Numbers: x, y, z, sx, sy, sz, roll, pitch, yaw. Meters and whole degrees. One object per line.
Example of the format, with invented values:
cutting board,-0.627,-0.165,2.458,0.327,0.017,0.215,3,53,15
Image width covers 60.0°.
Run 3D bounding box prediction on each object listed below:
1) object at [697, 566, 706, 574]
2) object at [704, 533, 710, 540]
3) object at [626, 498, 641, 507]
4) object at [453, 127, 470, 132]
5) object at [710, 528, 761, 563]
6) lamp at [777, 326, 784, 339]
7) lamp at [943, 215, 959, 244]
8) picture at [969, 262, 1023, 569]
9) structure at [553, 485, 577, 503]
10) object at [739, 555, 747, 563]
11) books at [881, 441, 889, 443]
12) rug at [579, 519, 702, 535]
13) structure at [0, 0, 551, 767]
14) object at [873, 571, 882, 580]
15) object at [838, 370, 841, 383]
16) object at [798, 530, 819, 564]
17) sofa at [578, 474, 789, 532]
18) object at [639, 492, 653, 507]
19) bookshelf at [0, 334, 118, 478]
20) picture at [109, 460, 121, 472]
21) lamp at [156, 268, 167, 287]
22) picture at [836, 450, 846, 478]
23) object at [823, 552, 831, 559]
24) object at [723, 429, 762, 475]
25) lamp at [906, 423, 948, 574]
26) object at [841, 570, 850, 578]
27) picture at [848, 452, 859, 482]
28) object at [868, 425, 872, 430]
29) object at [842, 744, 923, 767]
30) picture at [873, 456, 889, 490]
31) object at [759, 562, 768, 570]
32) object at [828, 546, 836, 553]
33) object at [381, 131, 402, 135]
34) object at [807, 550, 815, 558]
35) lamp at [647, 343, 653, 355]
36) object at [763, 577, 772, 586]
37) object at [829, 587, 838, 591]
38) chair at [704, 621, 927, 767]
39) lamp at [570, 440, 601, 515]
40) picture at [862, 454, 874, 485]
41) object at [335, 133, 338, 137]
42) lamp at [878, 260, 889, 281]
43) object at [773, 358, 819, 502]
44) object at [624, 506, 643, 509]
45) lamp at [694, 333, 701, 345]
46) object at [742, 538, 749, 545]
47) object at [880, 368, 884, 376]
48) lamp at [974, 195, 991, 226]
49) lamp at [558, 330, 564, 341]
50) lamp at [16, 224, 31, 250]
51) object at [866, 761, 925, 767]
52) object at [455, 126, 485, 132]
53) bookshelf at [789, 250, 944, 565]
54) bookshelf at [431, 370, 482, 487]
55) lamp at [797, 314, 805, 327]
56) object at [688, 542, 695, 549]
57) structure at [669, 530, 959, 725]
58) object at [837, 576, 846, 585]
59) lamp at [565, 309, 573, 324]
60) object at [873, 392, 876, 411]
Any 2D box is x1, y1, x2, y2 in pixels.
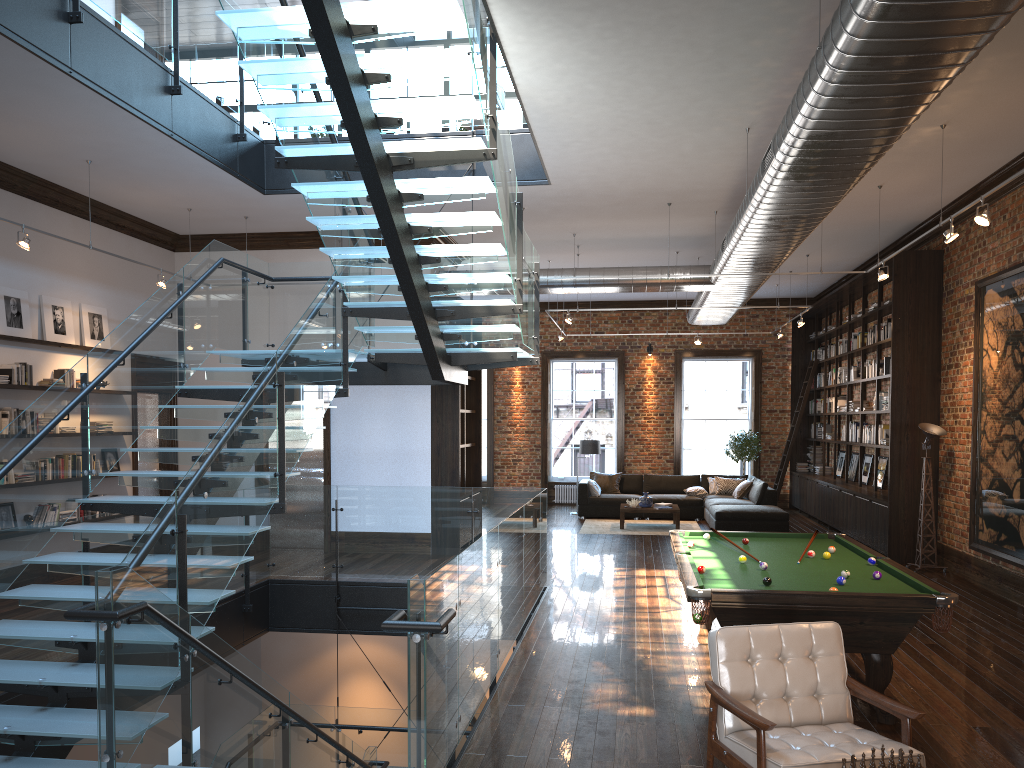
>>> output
object,1.294,1.269,6.060,0.057,0.057,0.057,0,0,-35
object,1.715,1.343,7.804,0.057,0.058,0.057,0,0,9
object,2.103,2.047,15.248,0.218,0.160,0.219,1,-1,-40
object,-0.567,-3.484,14.704,0.799,1.869,0.811,-1,2,-39
object,1.825,1.313,7.300,0.028,0.072,1.605,0,-2,0
lamp,4.891,-0.936,16.127,0.114,0.231,0.113,-1,2,-43
lamp,3.698,-1.301,7.457,0.114,0.231,0.113,0,2,-13
picture,4.997,0.293,8.396,0.080,3.008,3.197,0,0,8
structure,1.543,2.411,19.415,1.301,0.396,0.215,0,1,8
object,1.697,1.289,6.523,0.057,0.057,0.057,0,0,45
books,5.522,0.852,12.987,0.159,0.012,0.337,0,-2,10
rug,2.231,2.478,15.358,2.021,0.003,2.113,0,-2,8
structure,-1.685,0.338,6.483,3.576,14.533,7.029,0,2,8
object,2.408,1.262,5.847,0.057,0.057,0.057,0,0,30
object,5.817,-0.127,15.730,0.075,0.255,0.087,0,2,-2
object,2.415,1.311,7.219,0.028,0.072,1.605,1,-2,24
sofa,2.894,2.102,15.916,3.500,0.806,3.448,0,-2,8
object,2.321,2.008,15.382,0.215,0.251,0.215,0,1,41
bookshelf,-5.130,0.539,9.209,0.200,2.058,4.073,0,-1,8
picture,-4.953,0.947,10.949,0.077,0.300,0.300,0,0,8
lamp,-4.009,-1.201,10.127,0.113,0.231,0.114,-1,2,-36
picture,6.089,1.483,16.416,0.112,0.499,0.507,0,0,8
object,2.382,1.298,6.709,0.057,0.057,0.057,0,0,8
object,4.816,1.860,18.558,0.812,1.869,0.798,1,2,16
lamp,5.075,1.383,10.758,0.425,1.832,0.505,1,2,13
object,2.216,1.263,5.890,0.057,0.057,0.057,0,0,-43
picture,5.954,1.442,15.445,0.112,0.499,0.507,0,0,8
object,5.713,0.797,14.022,0.166,0.283,0.015,0,2,8
object,1.388,1.411,3.327,0.334,0.101,0.075,1,1,-17
picture,5.718,1.371,13.747,0.112,0.499,0.507,0,0,8
object,1.764,1.276,6.216,0.057,0.057,0.057,0,0,-22
object,2.530,1.311,7.015,0.057,0.057,0.057,0,0,-37
object,-1.646,-3.105,10.774,0.540,0.771,0.519,0,1,-22
object,2.289,1.301,6.780,0.057,0.057,0.057,0,0,-27
lamp,2.949,-0.746,18.964,0.126,0.237,0.155,0,1,8
object,1.616,1.251,5.616,0.057,0.057,0.057,0,0,13
object,1.911,1.237,5.271,0.057,0.057,0.057,0,0,26
chair,1.342,1.575,4.013,0.768,0.868,0.740,0,0,-12
lamp,1.406,1.829,17.310,0.686,1.470,0.419,1,2,37
picture,5.838,1.407,14.610,0.112,0.499,0.507,0,0,8
object,-3.256,-3.472,15.110,0.811,1.869,0.799,-1,2,-34
lamp,3.979,-1.215,9.501,0.113,0.231,0.113,1,2,22
object,5.566,1.055,17.619,0.897,3.085,0.494,0,2,8
object,2.092,2.118,15.242,0.267,0.018,0.201,-1,-3,32
lamp,3.641,-0.885,17.372,0.113,0.231,0.113,-1,2,-23
object,1.974,1.330,7.494,0.057,0.057,0.057,0,0,-34
object,5.580,-0.172,13.279,0.096,0.137,0.235,0,-1,-8
lamp,3.608,-1.329,6.798,0.113,0.231,0.114,1,2,37
lamp,0.929,-0.919,16.676,0.113,0.231,0.114,-1,2,-41
lamp,-4.325,-1.297,7.846,0.114,0.231,0.113,-1,2,-38
object,1.426,1.468,3.206,0.388,0.029,0.388,1,-2,-17
object,-0.351,-3.110,10.589,0.540,0.771,0.519,0,1,18
bookshelf,5.648,0.469,14.958,0.600,4.006,7.403,0,-1,8
bookshelf,-0.786,0.618,12.953,0.400,3.526,1.778,0,2,8
lamp,4.615,-1.019,14.141,0.113,0.231,0.113,0,2,-16
object,1.467,1.320,7.265,0.057,0.057,0.057,0,0,7
structure,2.001,1.691,6.617,1.552,0.853,2.955,0,-2,8
object,2.096,1.253,5.644,0.057,0.057,0.057,0,0,13
lamp,0.873,-1.043,13.721,0.114,0.231,0.113,1,2,29
object,5.459,0.259,13.295,0.069,0.289,0.117,0,2,1
